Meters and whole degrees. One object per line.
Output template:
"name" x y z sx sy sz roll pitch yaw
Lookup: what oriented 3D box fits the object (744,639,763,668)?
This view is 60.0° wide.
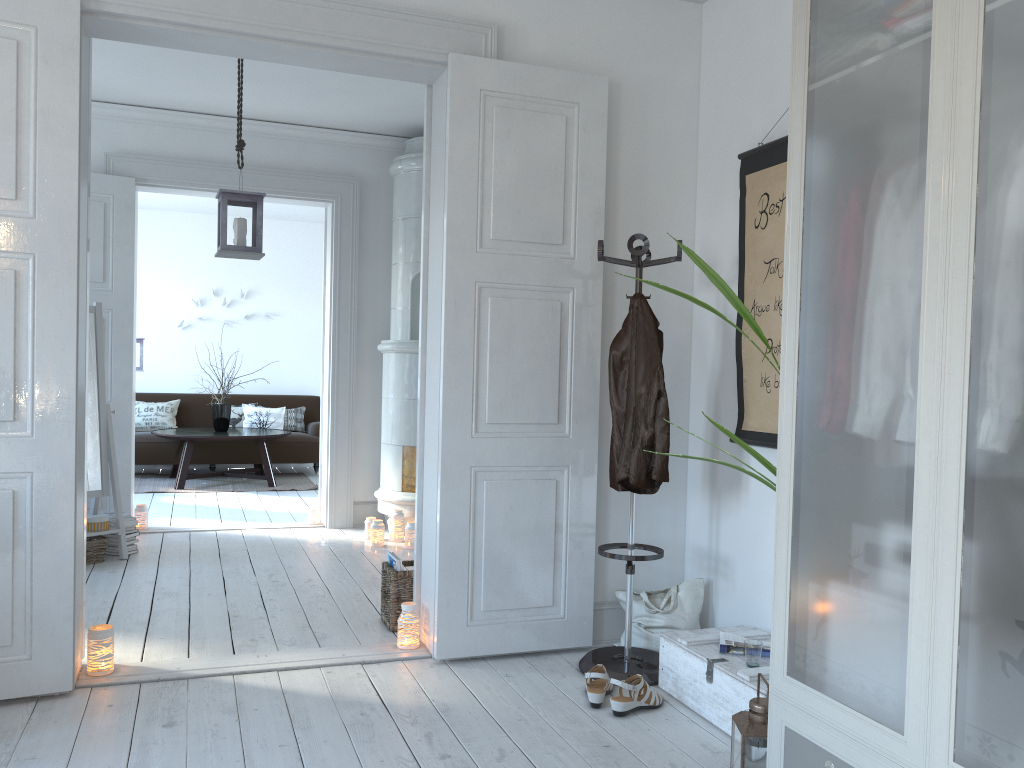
"object" 0.784 0.880 2.884 0.060 0.081 0.060 2 2 35

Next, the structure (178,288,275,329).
"structure" -3.155 -0.823 9.824 1.025 0.478 0.085 1 2 -20

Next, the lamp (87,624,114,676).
"lamp" -1.492 0.965 3.216 0.089 0.166 0.089 1 2 -27

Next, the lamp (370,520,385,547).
"lamp" -0.869 0.964 5.733 0.089 0.166 0.089 1 2 -18

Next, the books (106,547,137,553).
"books" -2.361 0.987 5.310 0.176 0.016 0.128 2 1 21

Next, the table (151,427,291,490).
"table" -2.831 0.714 8.669 1.300 0.503 1.299 1 1 -30

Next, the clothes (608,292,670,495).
"clothes" 0.482 0.039 3.336 0.237 0.770 0.211 2 2 13

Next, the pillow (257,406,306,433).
"pillow" -2.525 0.385 9.717 0.542 0.288 0.182 1 1 -19

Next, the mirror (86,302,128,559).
"mirror" -2.537 0.263 5.022 0.417 1.489 0.610 3 2 35

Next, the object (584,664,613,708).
"object" 0.304 1.045 3.145 0.099 0.126 0.272 2 1 13

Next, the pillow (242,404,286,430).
"pillow" -2.675 0.371 9.543 0.471 0.309 0.188 1 1 -19

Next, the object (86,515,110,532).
"object" -2.392 0.801 5.102 0.142 0.074 0.142 1 1 -36

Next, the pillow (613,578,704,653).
"pillow" 0.614 0.951 3.679 0.317 0.314 0.272 1 1 -19

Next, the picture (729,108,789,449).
"picture" 1.028 -0.415 3.130 0.057 1.314 0.792 1 2 -20

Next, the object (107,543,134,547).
"object" -2.370 0.954 5.314 0.156 0.014 0.111 2 1 23

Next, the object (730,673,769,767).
"object" 0.660 0.952 2.346 0.132 0.352 0.137 2 2 3

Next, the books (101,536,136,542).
"books" -2.367 0.921 5.305 0.167 0.022 0.128 2 1 14

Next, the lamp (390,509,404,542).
"lamp" -0.765 0.943 5.911 0.098 0.210 0.098 1 2 -15

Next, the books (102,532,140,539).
"books" -2.351 0.898 5.302 0.193 0.022 0.128 2 1 13

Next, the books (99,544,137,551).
"books" -2.359 0.970 5.307 0.180 0.016 0.128 2 1 25

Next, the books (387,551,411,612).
"books" -0.448 0.914 3.991 0.201 0.300 0.179 1 1 -20

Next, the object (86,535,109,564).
"object" -2.456 0.948 5.102 0.295 0.140 0.185 2 1 42

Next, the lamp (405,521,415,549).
"lamp" -0.642 0.970 5.694 0.089 0.166 0.089 1 2 -21

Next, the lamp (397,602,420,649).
"lamp" -0.421 0.985 3.615 0.093 0.180 0.093 0 2 -37

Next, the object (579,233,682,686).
"object" 0.468 0.279 3.414 0.374 1.659 0.374 1 2 -12

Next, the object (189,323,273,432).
"object" -2.688 -0.063 8.624 0.525 1.066 0.845 3 2 41

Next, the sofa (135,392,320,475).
"sofa" -3.088 0.526 9.408 2.165 0.825 0.968 1 1 -20

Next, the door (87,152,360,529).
"door" -1.948 -0.236 6.198 2.599 2.506 0.577 1 2 -20

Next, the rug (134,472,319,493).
"rug" -2.845 0.938 8.700 1.710 0.055 1.455 1 1 -19

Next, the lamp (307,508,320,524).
"lamp" -1.442 0.961 6.440 0.093 0.110 0.093 1 1 -3

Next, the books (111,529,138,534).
"books" -2.354 0.878 5.310 0.178 0.016 0.128 2 1 23

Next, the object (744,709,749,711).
"object" 0.701 1.033 2.523 0.100 0.180 0.100 3 2 40

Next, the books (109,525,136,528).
"books" -2.356 0.844 5.303 0.180 0.016 0.128 2 1 41

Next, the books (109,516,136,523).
"books" -2.352 0.802 5.300 0.186 0.017 0.132 2 1 43

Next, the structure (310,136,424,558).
"structure" -0.650 -0.280 6.088 0.800 2.829 1.247 2 2 25

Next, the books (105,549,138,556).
"books" -2.358 1.004 5.313 0.178 0.016 0.128 2 1 18

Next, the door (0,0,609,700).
"door" -0.924 -0.178 3.364 2.599 2.506 0.577 1 2 -20

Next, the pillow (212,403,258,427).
"pillow" -2.976 0.373 9.515 0.473 0.348 0.158 1 2 -22

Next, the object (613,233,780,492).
"object" 0.794 0.349 2.518 1.043 1.555 0.288 2 2 10

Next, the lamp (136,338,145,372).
"lamp" -3.580 -1.000 8.365 0.228 1.763 0.228 1 2 -23

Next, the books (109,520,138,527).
"books" -2.346 0.823 5.300 0.200 0.026 0.128 2 1 42

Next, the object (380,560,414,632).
"object" -0.436 0.947 3.996 0.270 0.265 0.223 1 1 -20

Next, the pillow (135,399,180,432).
"pillow" -3.748 0.343 9.278 0.519 0.367 0.239 1 1 -20

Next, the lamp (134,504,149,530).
"lamp" -2.531 0.908 6.056 0.089 0.166 0.089 1 2 -21

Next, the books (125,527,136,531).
"books" -2.357 0.861 5.306 0.176 0.016 0.128 2 1 37

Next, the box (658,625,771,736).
"box" 0.808 1.012 3.010 0.376 0.218 0.641 1 1 -20

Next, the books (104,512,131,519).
"books" -2.364 0.785 5.308 0.111 0.014 0.156 1 1 -40

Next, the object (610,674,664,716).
"object" 0.437 1.050 3.044 0.099 0.126 0.272 3 1 43

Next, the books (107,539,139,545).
"books" -2.357 0.942 5.305 0.187 0.017 0.132 2 1 17

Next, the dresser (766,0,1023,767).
"dresser" 1.153 0.051 1.515 0.631 2.164 1.431 1 1 -20

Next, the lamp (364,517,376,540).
"lamp" -0.947 0.970 5.951 0.084 0.146 0.084 1 1 -15

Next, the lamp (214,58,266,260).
"lamp" -1.391 -1.542 4.572 0.228 1.763 0.228 1 2 -23

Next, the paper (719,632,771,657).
"paper" 0.830 0.904 3.067 0.221 0.031 0.175 2 1 12
